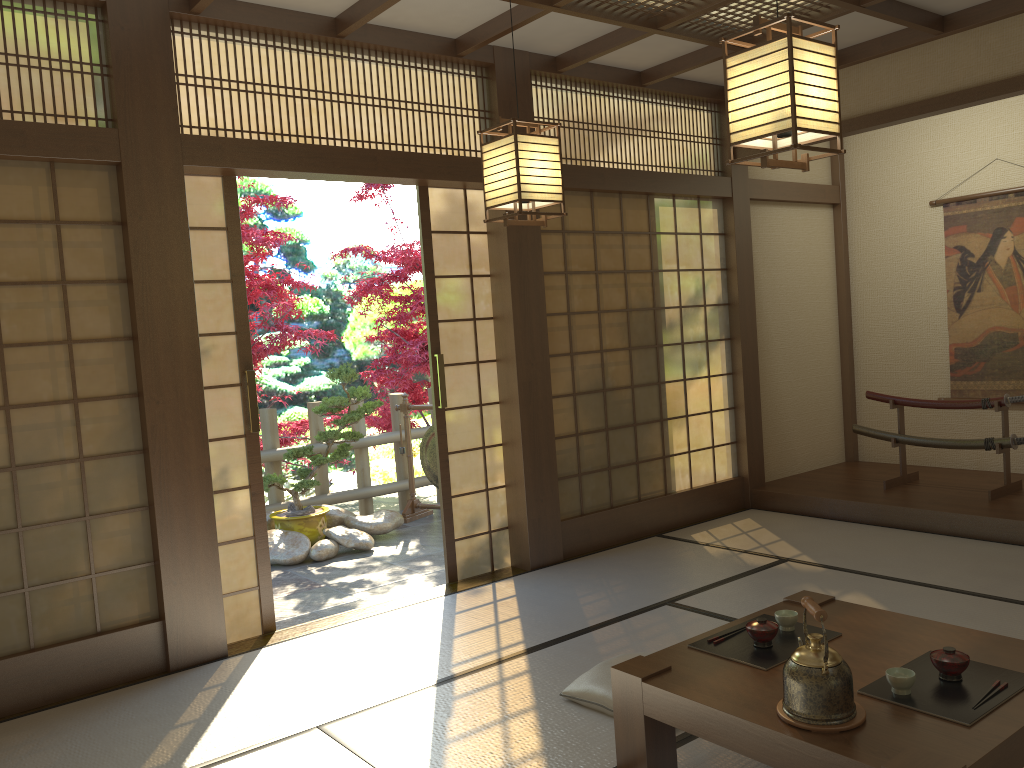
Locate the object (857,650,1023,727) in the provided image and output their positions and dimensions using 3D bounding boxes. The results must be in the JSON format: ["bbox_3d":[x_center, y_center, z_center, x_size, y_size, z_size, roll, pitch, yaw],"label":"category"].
[{"bbox_3d":[1.183,0.816,2.406,0.400,0.007,0.300,-7,4,-38],"label":"object"}]

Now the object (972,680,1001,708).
[{"bbox_3d":[1.240,0.810,2.319,0.200,0.008,0.008,-7,5,-44],"label":"object"}]

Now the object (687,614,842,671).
[{"bbox_3d":[0.808,0.818,2.834,0.400,0.007,0.300,-7,4,-38],"label":"object"}]

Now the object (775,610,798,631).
[{"bbox_3d":[0.901,0.777,2.908,0.074,0.052,0.073,-4,3,6],"label":"object"}]

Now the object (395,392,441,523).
[{"bbox_3d":[-0.507,0.581,7.179,1.045,1.061,0.368,-2,4,31],"label":"object"}]

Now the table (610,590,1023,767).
[{"bbox_3d":[1.009,0.986,2.605,1.000,0.350,1.000,-7,4,-38],"label":"table"}]

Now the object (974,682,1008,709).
[{"bbox_3d":[1.246,0.810,2.307,0.200,0.008,0.008,-7,4,-40],"label":"object"}]

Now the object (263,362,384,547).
[{"bbox_3d":[-1.443,0.527,6.666,1.032,1.362,0.586,-5,3,-11],"label":"object"}]

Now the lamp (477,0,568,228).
[{"bbox_3d":[0.014,-1.165,3.372,0.240,1.129,0.240,-7,4,-38],"label":"lamp"}]

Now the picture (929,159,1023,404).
[{"bbox_3d":[3.441,-0.717,6.246,0.038,1.725,0.952,-7,4,-38],"label":"picture"}]

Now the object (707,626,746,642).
[{"bbox_3d":[0.707,0.814,2.898,0.200,0.008,0.008,-7,4,-37],"label":"object"}]

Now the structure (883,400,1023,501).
[{"bbox_3d":[2.908,0.402,5.892,0.446,0.604,0.712,-7,4,-38],"label":"structure"}]

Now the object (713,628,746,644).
[{"bbox_3d":[0.717,0.814,2.884,0.200,0.008,0.008,-7,4,-41],"label":"object"}]

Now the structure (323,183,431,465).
[{"bbox_3d":[-0.320,-0.903,9.488,3.045,4.004,3.412,-6,4,-35],"label":"structure"}]

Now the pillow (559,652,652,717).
[{"bbox_3d":[0.512,1.120,3.306,0.496,0.107,0.486,-7,5,-44],"label":"pillow"}]

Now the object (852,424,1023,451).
[{"bbox_3d":[2.883,0.357,5.847,0.100,0.144,1.369,-7,4,-36],"label":"object"}]

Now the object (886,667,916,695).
[{"bbox_3d":[1.042,0.798,2.376,0.074,0.052,0.073,-4,3,6],"label":"object"}]

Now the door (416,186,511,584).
[{"bbox_3d":[0.314,-0.059,5.531,1.894,2.380,0.073,-7,4,-38],"label":"door"}]

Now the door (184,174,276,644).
[{"bbox_3d":[-1.987,0.209,3.750,1.894,2.380,0.073,-7,4,-38],"label":"door"}]

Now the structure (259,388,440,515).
[{"bbox_3d":[-1.853,0.739,7.152,7.456,1.136,0.245,-7,4,-38],"label":"structure"}]

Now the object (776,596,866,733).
[{"bbox_3d":[0.785,0.706,2.286,0.219,0.296,0.226,-7,5,-43],"label":"object"}]

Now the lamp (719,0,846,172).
[{"bbox_3d":[0.727,-1.162,2.451,0.240,1.129,0.240,-7,4,-38],"label":"lamp"}]

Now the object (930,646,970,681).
[{"bbox_3d":[1.204,0.766,2.437,0.100,0.080,0.100,-7,4,-38],"label":"object"}]

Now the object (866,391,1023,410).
[{"bbox_3d":[2.879,0.107,5.813,0.086,0.121,1.186,-7,4,-36],"label":"object"}]

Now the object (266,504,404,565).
[{"bbox_3d":[-1.441,1.082,6.654,1.260,0.276,1.147,-7,4,-42],"label":"object"}]

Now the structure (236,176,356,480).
[{"bbox_3d":[-3.084,-0.576,7.244,3.412,4.004,3.045,-4,3,-5],"label":"structure"}]

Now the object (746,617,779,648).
[{"bbox_3d":[0.784,0.776,2.779,0.100,0.080,0.100,-7,4,-38],"label":"object"}]
